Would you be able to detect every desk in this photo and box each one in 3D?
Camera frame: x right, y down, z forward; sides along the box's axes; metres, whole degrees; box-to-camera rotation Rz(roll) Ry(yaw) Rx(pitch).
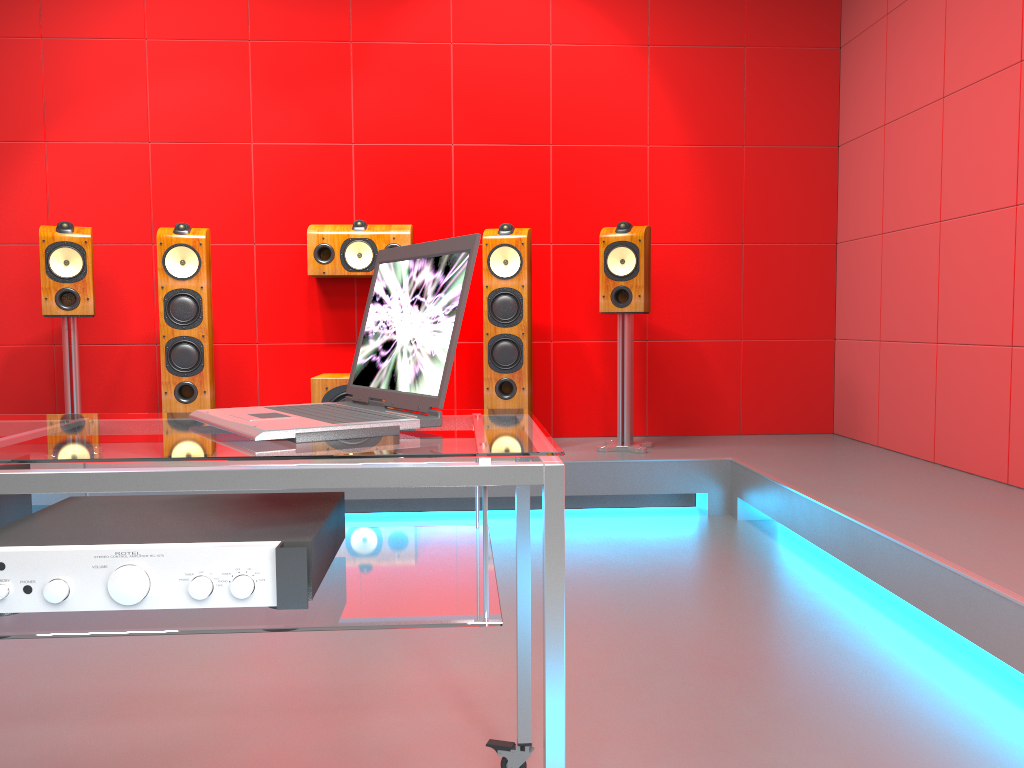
[{"bbox_3d":[-0.751,0.415,1.312,1.617,0.690,0.594,-1,4,-3],"label":"desk"}]

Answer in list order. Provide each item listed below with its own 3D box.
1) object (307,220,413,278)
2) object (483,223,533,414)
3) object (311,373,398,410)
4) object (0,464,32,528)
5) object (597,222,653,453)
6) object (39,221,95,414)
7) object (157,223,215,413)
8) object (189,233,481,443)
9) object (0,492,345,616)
[{"bbox_3d":[-0.742,-0.666,4.374,0.493,0.271,0.235,-1,4,-3],"label":"object"},{"bbox_3d":[-0.017,-0.214,4.148,0.203,1.052,0.238,0,4,7],"label":"object"},{"bbox_3d":[-0.718,0.140,4.104,0.360,0.360,0.360,-1,4,-3],"label":"object"},{"bbox_3d":[-0.970,0.208,1.219,0.431,0.158,0.371,-1,4,-3],"label":"object"},{"bbox_3d":[0.532,-0.221,4.158,0.231,1.058,0.265,1,4,17],"label":"object"},{"bbox_3d":[-1.994,-0.195,4.007,0.231,1.058,0.265,-2,4,-23],"label":"object"},{"bbox_3d":[-1.478,-0.198,4.038,0.203,1.052,0.238,-1,4,-13],"label":"object"},{"bbox_3d":[-0.278,-0.079,1.349,0.340,0.285,0.342,-3,5,-33],"label":"object"},{"bbox_3d":[-0.479,0.236,1.254,0.435,0.092,0.365,-1,4,-3],"label":"object"}]
